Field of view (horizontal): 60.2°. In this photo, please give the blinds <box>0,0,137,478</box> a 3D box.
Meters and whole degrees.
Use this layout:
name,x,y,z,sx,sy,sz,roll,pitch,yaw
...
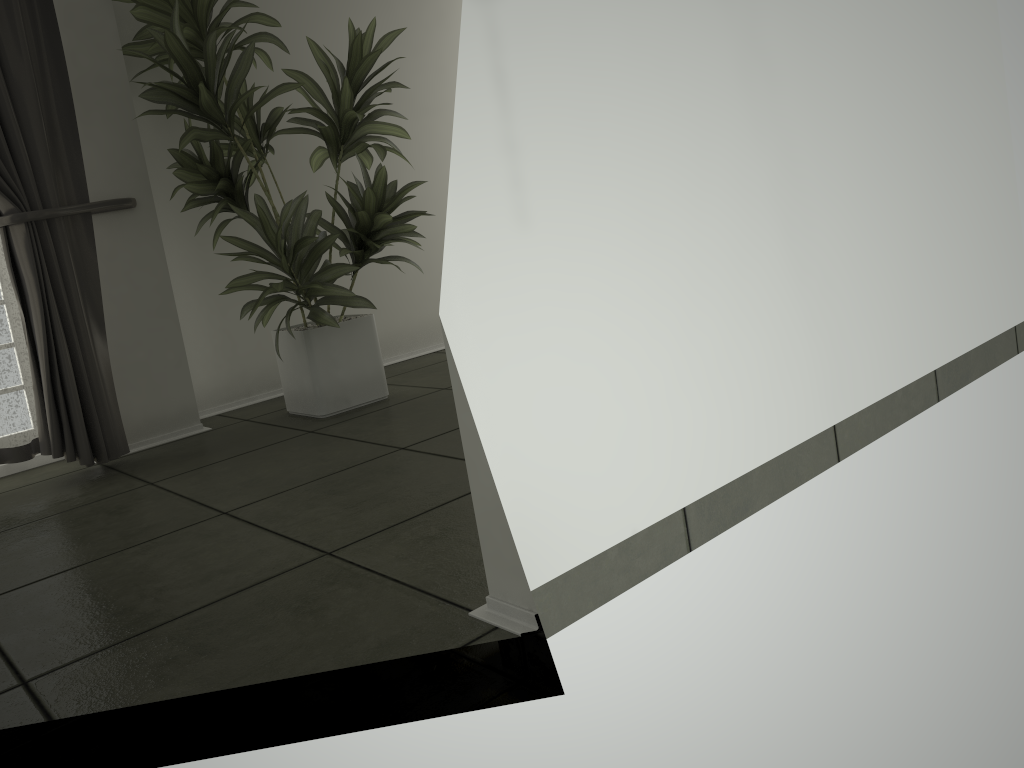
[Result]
name,x,y,z,sx,sy,sz,roll,pitch,yaw
blinds,-2.896,-0.586,2.269,3.707,2.576,0.659,-17,10,-39

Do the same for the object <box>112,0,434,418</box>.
name,x,y,z,sx,sy,sz,roll,pitch,yaw
object,-0.901,-0.937,3.617,1.169,2.075,1.044,-13,8,-21
